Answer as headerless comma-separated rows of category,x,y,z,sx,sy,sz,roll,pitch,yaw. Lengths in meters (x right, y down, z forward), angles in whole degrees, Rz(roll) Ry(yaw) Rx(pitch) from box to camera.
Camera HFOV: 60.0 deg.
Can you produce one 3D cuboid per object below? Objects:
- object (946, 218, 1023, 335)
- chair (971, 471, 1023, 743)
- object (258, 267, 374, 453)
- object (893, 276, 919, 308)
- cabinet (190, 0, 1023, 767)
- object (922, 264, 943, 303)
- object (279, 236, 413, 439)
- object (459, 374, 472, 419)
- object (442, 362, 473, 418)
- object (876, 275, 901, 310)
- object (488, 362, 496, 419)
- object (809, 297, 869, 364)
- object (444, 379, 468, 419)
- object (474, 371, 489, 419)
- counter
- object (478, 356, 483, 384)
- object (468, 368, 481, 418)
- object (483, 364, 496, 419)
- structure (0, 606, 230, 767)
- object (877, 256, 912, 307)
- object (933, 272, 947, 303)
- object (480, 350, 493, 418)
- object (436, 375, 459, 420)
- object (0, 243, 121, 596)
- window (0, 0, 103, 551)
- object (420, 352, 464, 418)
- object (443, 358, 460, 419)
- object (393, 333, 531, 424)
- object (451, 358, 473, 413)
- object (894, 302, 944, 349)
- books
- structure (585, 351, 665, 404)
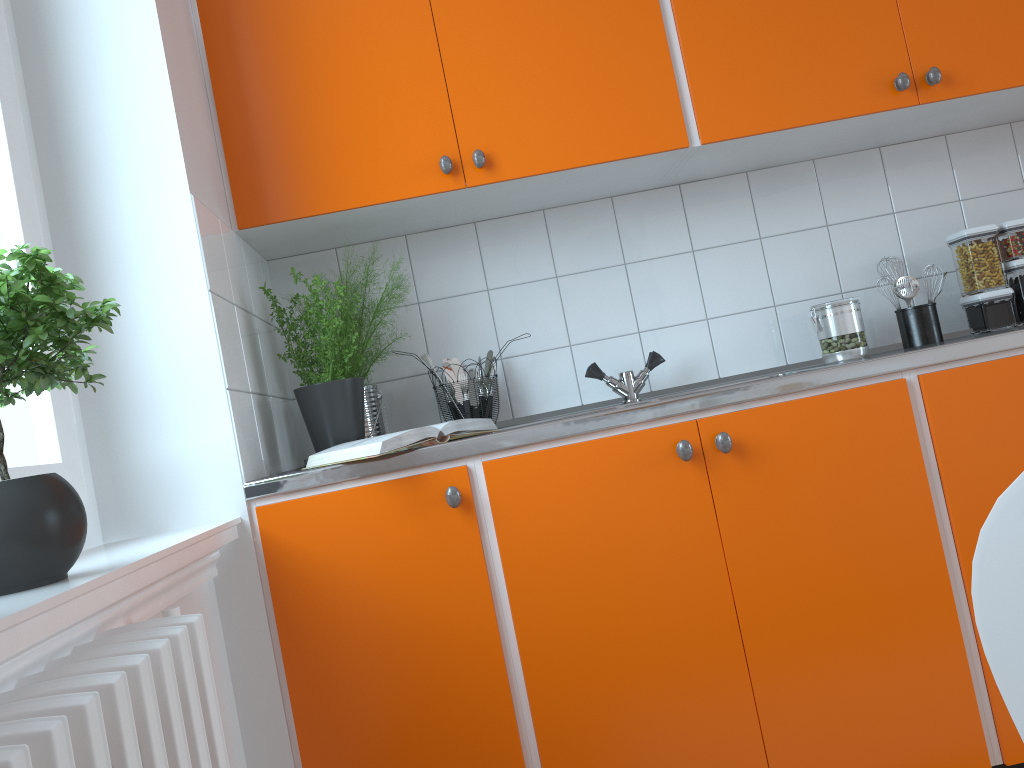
object,1.282,-0.280,2.228,0.302,0.261,0.094,-11,-3,-3
chair,0.562,0.364,0.221,0.641,0.871,0.507,-11,-3,-13
object,-0.408,-0.042,1.910,0.193,0.432,0.154,-12,-3,20
object,0.977,-0.176,2.191,0.052,0.177,0.087,-11,-3,5
cabinet,0.948,-0.404,2.041,3.114,2.350,0.702,-11,-3,-3
object,1.027,-0.225,2.170,0.044,0.131,0.076,-11,-3,-12
object,-0.372,-0.086,2.137,0.325,0.512,0.283,-11,-3,-8
object,-0.115,0.048,2.240,0.021,0.153,0.085,-11,-3,2
object,-0.131,0.032,2.255,0.024,0.192,0.089,-9,-3,-37
object,0.968,-0.181,2.219,0.106,0.190,0.045,-9,-4,-41
object,-0.052,0.029,2.229,0.054,0.166,0.021,-10,-3,-27
object,0.820,-0.132,2.213,0.118,0.151,0.116,-13,-3,31
object,-0.135,0.056,2.225,0.019,0.146,0.110,-10,-3,-23
object,-0.076,0.036,2.232,0.020,0.163,0.071,-11,-3,0
counter,1.015,-0.054,2.041,3.113,0.132,0.678,-11,-2,-3
object,-0.074,0.022,2.263,0.018,0.190,0.059,-12,-3,17
object,-0.099,0.022,2.246,0.075,0.199,0.134,-10,-3,-23
object,-0.058,0.033,2.208,0.077,0.158,0.021,-9,-3,-35
structure,-0.422,0.623,1.152,0.205,0.661,1.657,-11,-2,-4
object,1.019,-0.220,2.275,0.063,0.251,0.185,-11,-3,-3
object,1.049,-0.187,2.200,0.034,0.164,0.118,-10,-3,-23
object,-0.067,0.016,2.246,0.074,0.198,0.024,-10,-3,-25
object,-0.156,0.052,2.235,0.020,0.163,0.071,-9,-3,-35
object,-0.617,0.039,1.042,0.305,0.407,0.275,-9,-4,-43
window,-0.869,-0.688,1.026,0.110,1.930,1.282,-11,-3,-4
object,-0.160,0.023,2.172,0.099,0.218,0.018,-11,-3,-3
object,-0.141,0.029,2.271,0.025,0.203,0.055,-10,-3,-21
object,-0.105,0.002,2.221,0.326,0.244,0.174,-10,-3,-26
object,-0.112,0.025,2.269,0.022,0.198,0.076,-9,-4,-39
object,1.017,-0.142,2.212,0.095,0.105,0.097,-10,-3,-22
books,-0.218,0.113,1.775,0.234,0.040,0.338,-13,-3,41
structure,0.290,-0.011,2.230,0.201,0.116,0.049,-11,-3,-3
